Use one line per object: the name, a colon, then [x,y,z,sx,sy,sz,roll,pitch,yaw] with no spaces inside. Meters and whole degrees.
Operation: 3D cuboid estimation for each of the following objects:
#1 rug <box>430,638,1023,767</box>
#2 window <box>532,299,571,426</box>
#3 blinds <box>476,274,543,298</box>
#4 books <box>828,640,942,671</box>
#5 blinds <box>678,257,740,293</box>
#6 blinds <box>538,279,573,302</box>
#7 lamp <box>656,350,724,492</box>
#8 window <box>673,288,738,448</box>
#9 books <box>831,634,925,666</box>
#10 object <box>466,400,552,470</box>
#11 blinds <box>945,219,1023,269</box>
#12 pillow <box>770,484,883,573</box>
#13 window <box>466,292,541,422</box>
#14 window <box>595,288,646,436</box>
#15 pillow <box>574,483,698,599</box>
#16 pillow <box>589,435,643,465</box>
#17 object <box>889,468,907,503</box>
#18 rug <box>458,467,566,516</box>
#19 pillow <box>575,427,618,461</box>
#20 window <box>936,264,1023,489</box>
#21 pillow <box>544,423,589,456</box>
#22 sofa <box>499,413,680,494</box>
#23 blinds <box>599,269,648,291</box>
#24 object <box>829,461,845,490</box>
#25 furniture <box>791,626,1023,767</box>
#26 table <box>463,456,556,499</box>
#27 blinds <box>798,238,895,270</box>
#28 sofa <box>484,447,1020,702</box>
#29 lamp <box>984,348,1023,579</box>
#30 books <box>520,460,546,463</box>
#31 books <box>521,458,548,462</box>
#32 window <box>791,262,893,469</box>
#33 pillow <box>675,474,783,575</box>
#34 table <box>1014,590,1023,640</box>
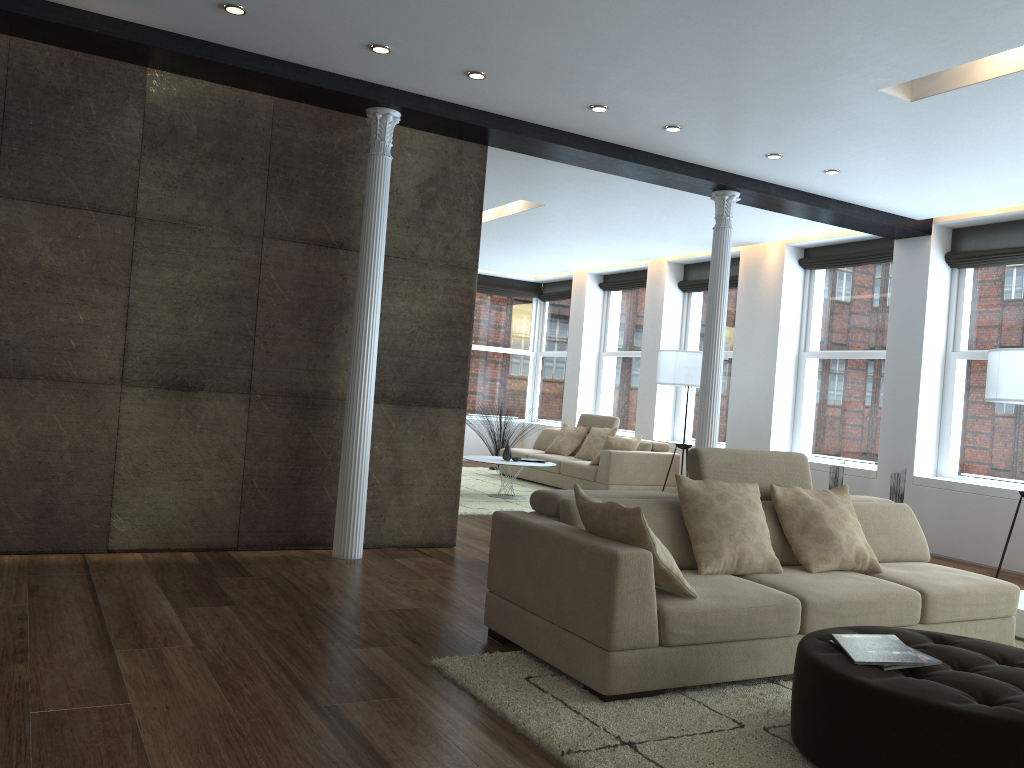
rug: [2.229,1.354,3.399,4.231,0.020,2.972,5,-1,-29]
window: [3.146,0.416,22.592,34.761,17.917,13.698,5,-1,-29]
blinds: [-0.126,-1.588,14.466,1.442,0.312,0.155,5,-1,-29]
books: [1.257,0.907,3.002,0.219,0.031,0.300,5,-1,-14]
blinds: [2.566,-1.363,11.049,0.156,0.393,1.342,5,-1,-29]
blinds: [0.825,-1.507,14.207,0.156,0.327,1.377,5,-1,-29]
lamp: [1.867,0.521,9.586,0.698,1.728,0.698,5,-1,-5]
window: [2.539,-0.347,11.070,0.123,2.400,1.345,5,-1,-29]
books: [1.231,0.897,3.004,0.220,0.040,0.301,5,-1,6]
object: [-0.165,0.730,12.622,1.119,1.014,1.125,5,-1,-43]
blinds: [4.427,-1.244,7.647,0.183,0.395,1.431,5,-1,-29]
pillow: [1.588,0.727,4.526,0.519,0.416,0.368,5,-1,-24]
window: [-0.239,-0.538,14.539,1.474,2.400,0.123,5,-1,-29]
window: [1.672,-0.402,12.640,0.123,2.400,1.444,5,-1,-29]
pillow: [0.489,0.643,3.659,0.395,0.393,0.518,5,-1,-25]
pillow: [1.193,0.758,10.143,0.518,0.393,0.395,5,-1,-32]
object: [3.288,1.096,7.602,0.458,0.781,0.458,5,-1,-30]
rug: [-0.259,1.220,10.539,2.972,0.020,4.231,5,-1,-29]
pillow: [1.035,0.731,10.923,0.301,0.439,0.534,5,-1,-32]
window: [4.414,-0.228,7.675,0.123,2.400,1.432,5,-1,-29]
pillow: [0.721,0.721,11.464,0.368,0.416,0.519,5,-1,-33]
sofa: [0.891,0.851,11.139,1.018,0.950,2.581,5,-1,-29]
blinds: [1.705,-1.477,12.618,0.156,0.275,1.442,5,-1,-29]
object: [2.874,1.065,7.904,0.458,0.781,0.458,5,-1,-30]
furniture: [1.486,1.103,2.954,1.057,0.355,1.057,5,-1,-27]
table: [-0.046,1.022,9.558,1.022,0.393,1.022,4,-1,15]
blinds: [3.569,-1.359,9.240,0.156,0.275,1.396,5,-1,-29]
sofa: [1.256,0.818,4.345,2.581,0.950,1.021,5,-1,-29]
lamp: [3.698,0.639,6.271,0.698,1.728,0.698,5,-1,-5]
books: [0.217,0.842,9.681,0.300,0.010,0.220,5,-1,6]
books: [0.220,0.833,9.706,0.300,0.010,0.220,5,-1,-14]
window: [3.538,-0.283,9.260,0.123,2.400,1.391,5,-1,-29]
pillow: [1.038,0.670,4.235,0.534,0.439,0.301,5,-1,-25]
table: [3.211,1.352,4.972,0.900,0.170,0.900,5,-1,-29]
